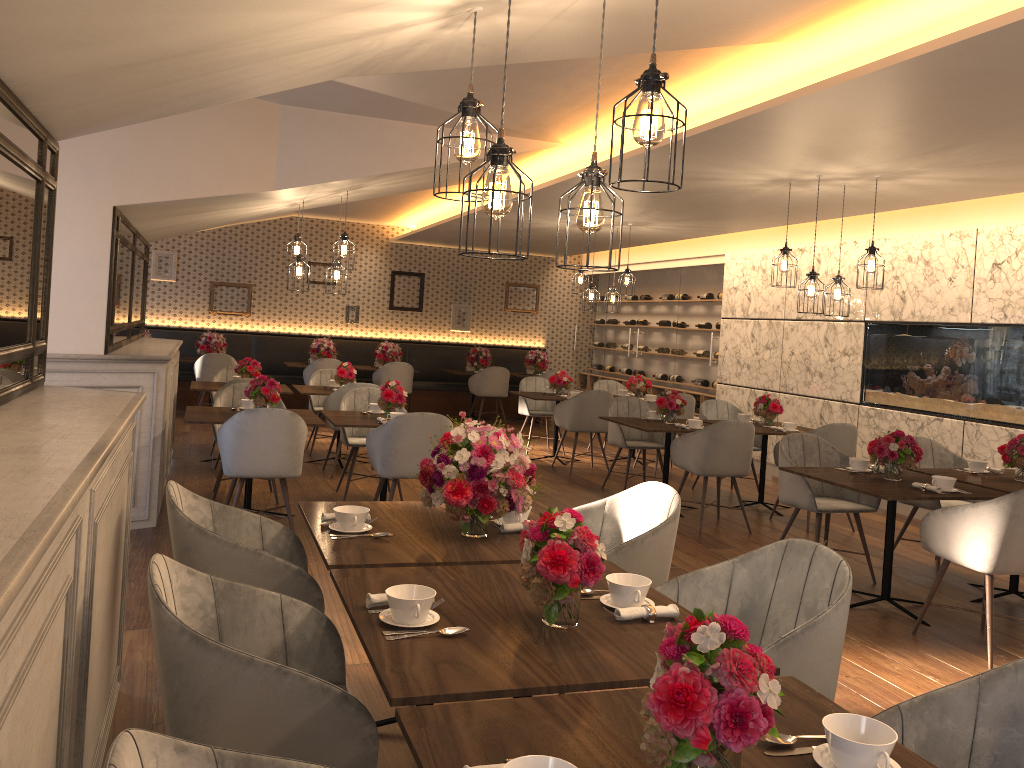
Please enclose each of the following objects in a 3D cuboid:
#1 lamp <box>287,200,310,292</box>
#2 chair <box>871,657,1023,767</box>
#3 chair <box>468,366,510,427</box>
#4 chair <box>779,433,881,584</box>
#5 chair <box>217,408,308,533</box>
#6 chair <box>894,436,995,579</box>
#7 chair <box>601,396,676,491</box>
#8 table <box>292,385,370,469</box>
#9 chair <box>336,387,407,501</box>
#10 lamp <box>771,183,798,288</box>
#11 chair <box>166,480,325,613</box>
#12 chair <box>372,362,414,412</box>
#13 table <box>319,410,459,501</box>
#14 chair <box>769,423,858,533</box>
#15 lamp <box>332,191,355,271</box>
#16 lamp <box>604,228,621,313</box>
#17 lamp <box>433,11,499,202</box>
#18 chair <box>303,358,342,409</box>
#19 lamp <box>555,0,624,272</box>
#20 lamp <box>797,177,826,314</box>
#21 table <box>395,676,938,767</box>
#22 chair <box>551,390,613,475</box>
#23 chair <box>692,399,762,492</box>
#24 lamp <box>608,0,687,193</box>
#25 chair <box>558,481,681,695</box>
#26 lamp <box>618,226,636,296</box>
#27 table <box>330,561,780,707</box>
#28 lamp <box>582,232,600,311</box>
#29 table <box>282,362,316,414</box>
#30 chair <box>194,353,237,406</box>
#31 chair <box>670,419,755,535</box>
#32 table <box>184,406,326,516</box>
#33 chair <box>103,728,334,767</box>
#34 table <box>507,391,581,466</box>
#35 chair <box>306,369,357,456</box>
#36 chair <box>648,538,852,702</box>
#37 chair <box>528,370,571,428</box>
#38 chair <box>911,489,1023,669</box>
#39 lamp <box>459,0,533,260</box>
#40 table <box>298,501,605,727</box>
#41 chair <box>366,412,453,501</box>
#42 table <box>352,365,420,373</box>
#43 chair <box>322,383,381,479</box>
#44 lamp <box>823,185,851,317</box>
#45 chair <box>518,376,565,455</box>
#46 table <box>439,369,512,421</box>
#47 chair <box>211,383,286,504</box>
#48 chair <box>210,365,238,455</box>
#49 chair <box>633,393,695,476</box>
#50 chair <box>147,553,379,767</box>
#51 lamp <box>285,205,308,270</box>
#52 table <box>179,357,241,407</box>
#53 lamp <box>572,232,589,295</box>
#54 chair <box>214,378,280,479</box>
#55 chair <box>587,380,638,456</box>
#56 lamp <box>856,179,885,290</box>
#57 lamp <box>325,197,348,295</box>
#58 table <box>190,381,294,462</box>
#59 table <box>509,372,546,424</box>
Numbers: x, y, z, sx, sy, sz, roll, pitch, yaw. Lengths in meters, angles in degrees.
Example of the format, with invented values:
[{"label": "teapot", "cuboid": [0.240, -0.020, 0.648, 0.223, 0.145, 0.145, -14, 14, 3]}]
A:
[{"label": "lamp", "cuboid": [-1.696, -1.799, 7.280, 0.175, 2.070, 0.175, 4, 0, -18]}, {"label": "chair", "cuboid": [0.950, 0.976, 1.659, 0.525, 0.872, 0.566, 3, 1, -19]}, {"label": "chair", "cuboid": [-0.324, 0.164, 12.882, 0.564, 0.872, 0.527, 3, 1, -19]}, {"label": "chair", "cuboid": [1.984, 0.782, 5.667, 0.564, 0.872, 0.527, 3, 1, -19]}, {"label": "chair", "cuboid": [-1.581, 0.556, 5.597, 0.564, 0.872, 0.527, 3, 1, -19]}, {"label": "chair", "cuboid": [2.889, 0.820, 5.981, 0.564, 0.872, 0.527, 3, 1, -19]}, {"label": "chair", "cuboid": [1.143, 0.569, 8.103, 0.564, 0.872, 0.527, 3, 1, -19]}, {"label": "table", "cuboid": [-1.694, 0.421, 8.729, 0.895, 0.720, 0.898, 3, 3, -19]}, {"label": "chair", "cuboid": [-1.139, 0.484, 7.156, 0.564, 0.872, 0.527, 3, 1, -19]}, {"label": "lamp", "cuboid": [2.080, -1.752, 6.561, 0.175, 2.070, 0.175, 4, 0, -18]}, {"label": "chair", "cuboid": [-0.910, 0.770, 2.982, 0.525, 0.872, 0.566, 3, 1, -19]}, {"label": "chair", "cuboid": [-1.660, 0.108, 12.419, 0.564, 0.872, 0.527, 3, 1, -19]}, {"label": "table", "cuboid": [-0.936, 0.613, 6.532, 0.895, 0.720, 0.898, 3, 3, -19]}, {"label": "chair", "cuboid": [2.466, 0.716, 7.157, 0.564, 0.872, 0.527, 3, 1, -19]}, {"label": "lamp", "cuboid": [-1.310, -1.963, 7.195, 0.175, 2.070, 0.175, 4, 0, -18]}, {"label": "lamp", "cuboid": [1.203, -1.842, 10.061, 0.175, 2.070, 0.175, 4, 0, -18]}, {"label": "lamp", "cuboid": [-0.077, -1.586, 2.627, 0.175, 2.070, 0.175, 4, 0, -18]}, {"label": "chair", "cuboid": [-2.565, 0.070, 12.105, 0.564, 0.872, 0.527, 3, 1, -19]}, {"label": "lamp", "cuboid": [0.283, -1.363, 2.544, 0.175, 2.070, 0.175, 4, 0, -18]}, {"label": "lamp", "cuboid": [2.175, -1.532, 6.251, 0.175, 2.070, 0.175, 4, 0, -18]}, {"label": "table", "cuboid": [0.324, 1.028, 1.403, 0.895, 0.720, 0.898, 3, 3, -19]}, {"label": "chair", "cuboid": [0.753, 0.474, 9.184, 0.564, 0.872, 0.527, 3, 1, -19]}, {"label": "chair", "cuboid": [2.047, 0.607, 8.417, 0.564, 0.872, 0.527, 3, 1, -19]}, {"label": "lamp", "cuboid": [0.403, -1.529, 2.232, 0.175, 2.070, 0.175, 4, 0, -18]}, {"label": "chair", "cuboid": [0.337, 0.821, 3.434, 0.525, 0.872, 0.566, 3, 1, -19]}, {"label": "lamp", "cuboid": [1.323, -2.008, 9.749, 0.175, 2.070, 0.175, 4, 0, -18]}, {"label": "table", "cuboid": [0.018, 0.950, 2.291, 0.895, 0.720, 0.898, 3, 3, -19]}, {"label": "lamp", "cuboid": [0.937, -1.844, 9.835, 0.175, 2.070, 0.175, 4, 0, -18]}, {"label": "table", "cuboid": [-2.825, 0.088, 12.727, 0.895, 0.720, 0.898, 3, 3, -19]}, {"label": "chair", "cuboid": [-3.900, 0.014, 11.641, 0.564, 0.872, 0.527, 3, 1, -19]}, {"label": "chair", "cuboid": [1.562, 0.678, 6.843, 0.564, 0.872, 0.527, 3, 1, -19]}, {"label": "table", "cuboid": [-1.841, 0.575, 6.219, 0.895, 0.720, 0.898, 3, 3, -19]}, {"label": "chair", "cuboid": [-0.297, 0.925, 1.207, 0.525, 0.872, 0.566, 3, 1, -19]}, {"label": "table", "cuboid": [0.493, 0.493, 9.807, 0.895, 0.720, 0.898, 3, 3, -19]}, {"label": "chair", "cuboid": [-1.897, 0.292, 9.351, 0.564, 0.872, 0.527, 3, 1, -19]}, {"label": "chair", "cuboid": [0.644, 0.898, 2.546, 0.525, 0.872, 0.566, 3, 1, -19]}, {"label": "chair", "cuboid": [0.580, 0.202, 13.196, 0.564, 0.872, 0.527, 3, 1, -19]}, {"label": "chair", "cuboid": [2.403, 0.891, 4.407, 0.564, 0.872, 0.527, 3, 1, -19]}, {"label": "lamp", "cuboid": [0.018, -1.366, 2.318, 0.175, 2.070, 0.175, 4, 0, -18]}, {"label": "table", "cuboid": [-0.288, 0.873, 3.178, 0.895, 0.720, 0.898, 3, 3, -19]}, {"label": "chair", "cuboid": [-0.676, 0.594, 5.911, 0.564, 0.872, 0.527, 3, 1, -19]}, {"label": "table", "cuboid": [-1.920, 0.126, 13.041, 0.895, 0.720, 0.898, 3, 3, -19]}, {"label": "chair", "cuboid": [-1.434, 0.403, 8.107, 0.564, 0.872, 0.527, 3, 1, -19]}, {"label": "lamp", "cuboid": [2.440, -1.529, 6.477, 0.175, 2.070, 0.175, 4, 0, -18]}, {"label": "chair", "cuboid": [0.334, 0.365, 10.444, 0.564, 0.872, 0.527, 3, 1, -19]}, {"label": "table", "cuboid": [-0.584, 0.183, 13.505, 0.895, 0.720, 0.898, 3, 3, -19]}, {"label": "chair", "cuboid": [-2.044, 0.446, 6.842, 0.564, 0.872, 0.527, 3, 1, -19]}, {"label": "chair", "cuboid": [-2.802, 0.254, 9.037, 0.564, 0.872, 0.527, 3, 1, -19]}, {"label": "chair", "cuboid": [1.658, 0.512, 9.498, 0.564, 0.872, 0.527, 3, 1, -19]}, {"label": "chair", "cuboid": [-0.603, 0.847, 2.094, 0.525, 0.872, 0.566, 3, 1, -19]}, {"label": "lamp", "cuboid": [-1.790, -2.019, 7.590, 0.175, 2.070, 0.175, 4, 0, -18]}, {"label": "table", "cuboid": [-4.160, 0.032, 12.264, 0.895, 0.720, 0.898, 3, 3, -19]}, {"label": "lamp", "cuboid": [0.843, -2.065, 10.144, 0.175, 2.070, 0.175, 4, 0, -18]}, {"label": "chair", "cuboid": [-2.339, 0.365, 7.793, 0.564, 0.872, 0.527, 3, 1, -19]}, {"label": "chair", "cuboid": [1.239, 0.403, 10.758, 0.564, 0.872, 0.527, 3, 1, -19]}, {"label": "lamp", "cuboid": [2.560, -1.695, 6.166, 0.175, 2.070, 0.175, 4, 0, -18]}, {"label": "lamp", "cuboid": [-1.430, -1.796, 7.506, 0.175, 2.070, 0.175, 4, 0, -18]}, {"label": "table", "cuboid": [-2.599, 0.383, 8.415, 0.895, 0.720, 0.898, 3, 3, -19]}, {"label": "table", "cuboid": [0.320, 0.221, 13.819, 0.895, 0.720, 0.898, 3, 3, -19]}]
